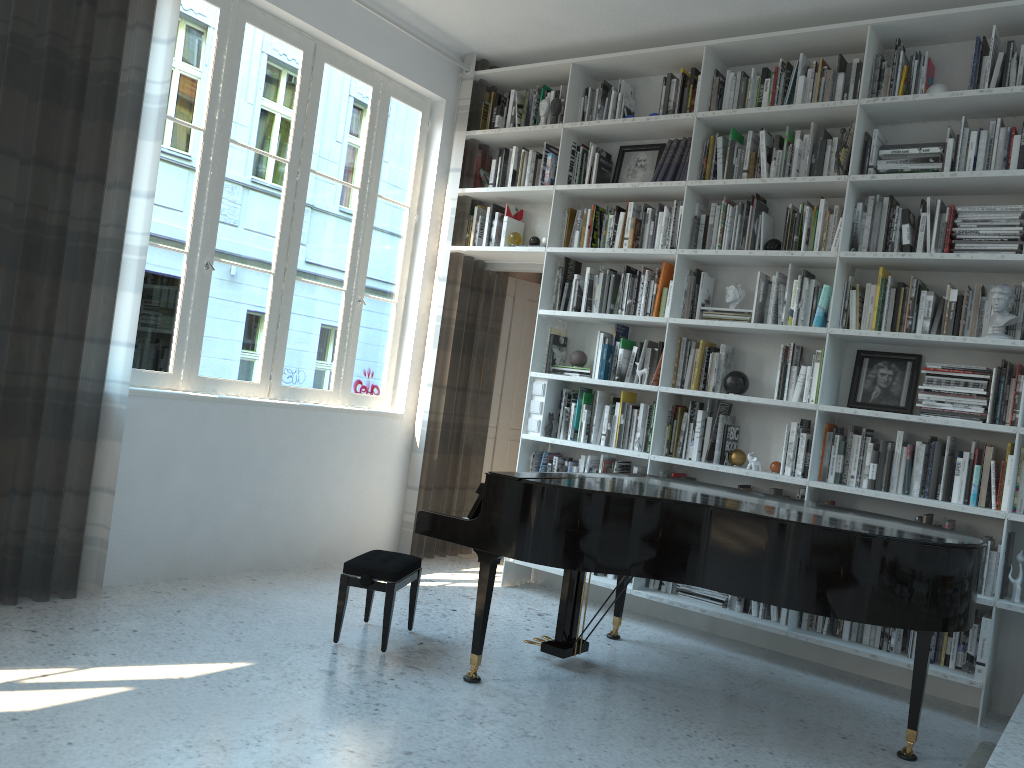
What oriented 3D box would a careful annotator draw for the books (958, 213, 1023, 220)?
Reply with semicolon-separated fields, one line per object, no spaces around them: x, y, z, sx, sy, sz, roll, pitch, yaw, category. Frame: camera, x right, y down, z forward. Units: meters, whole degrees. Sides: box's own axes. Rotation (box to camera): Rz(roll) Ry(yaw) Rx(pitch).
2.195;-0.753;4.056;0.254;0.012;0.161;7;-1;37;books

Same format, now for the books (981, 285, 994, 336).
2.171;-0.311;4.033;0.024;0.259;0.126;8;0;35;books

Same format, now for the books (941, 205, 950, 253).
2.042;-0.692;4.146;0.015;0.245;0.183;8;0;35;books

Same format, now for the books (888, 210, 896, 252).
1.853;-0.709;4.290;0.014;0.233;0.147;8;0;35;books

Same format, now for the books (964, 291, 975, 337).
2.117;-0.303;4.081;0.025;0.230;0.143;8;0;35;books

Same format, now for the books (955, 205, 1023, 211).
2.200;-0.789;4.056;0.285;0.012;0.159;7;-1;37;books

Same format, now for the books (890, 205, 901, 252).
1.863;-0.717;4.278;0.014;0.250;0.173;8;0;35;books

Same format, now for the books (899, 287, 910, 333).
1.890;-0.335;4.233;0.025;0.236;0.137;8;0;35;books

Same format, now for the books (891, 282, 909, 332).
1.867;-0.349;4.266;0.028;0.259;0.134;8;0;35;books

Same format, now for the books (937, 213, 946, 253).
2.029;-0.679;4.164;0.024;0.216;0.132;8;0;35;books

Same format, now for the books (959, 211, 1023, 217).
2.199;-0.765;4.059;0.254;0.012;0.161;7;-1;35;books

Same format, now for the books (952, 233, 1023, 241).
2.185;-0.667;4.058;0.285;0.012;0.159;7;-1;36;books

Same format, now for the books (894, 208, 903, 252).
1.873;-0.710;4.272;0.011;0.239;0.147;8;0;35;books

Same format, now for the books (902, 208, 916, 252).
1.901;-0.705;4.244;0.066;0.236;0.154;8;0;35;books

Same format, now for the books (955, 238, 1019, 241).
2.181;-0.643;4.055;0.254;0.012;0.161;7;-1;37;books

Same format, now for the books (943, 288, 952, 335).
2.037;-0.315;4.118;0.010;0.234;0.175;8;0;35;books

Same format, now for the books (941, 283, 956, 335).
2.031;-0.329;4.128;0.014;0.258;0.161;8;0;35;books

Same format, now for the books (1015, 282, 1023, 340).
2.282;-0.307;3.963;0.025;0.279;0.108;8;0;35;books

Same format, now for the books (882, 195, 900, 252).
1.837;-0.745;4.301;0.011;0.300;0.179;8;0;35;books

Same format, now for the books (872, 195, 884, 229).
1.794;-0.757;4.352;0.014;0.313;0.133;8;0;35;books

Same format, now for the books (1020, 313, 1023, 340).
2.287;-0.300;3.939;0.014;0.266;0.154;8;0;35;books

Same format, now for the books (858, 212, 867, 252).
1.750;-0.720;4.378;0.027;0.228;0.147;8;0;35;books

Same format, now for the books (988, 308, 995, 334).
2.189;-0.280;4.014;0.035;0.201;0.149;8;0;35;books

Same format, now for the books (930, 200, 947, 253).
2.005;-0.708;4.165;0.021;0.269;0.191;8;0;35;books

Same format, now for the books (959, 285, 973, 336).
2.082;-0.316;4.062;0.012;0.245;0.186;8;0;35;books

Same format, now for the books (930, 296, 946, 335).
2.007;-0.301;4.154;0.050;0.199;0.146;8;0;35;books

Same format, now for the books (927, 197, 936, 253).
1.986;-0.722;4.197;0.049;0.291;0.162;8;0;35;books

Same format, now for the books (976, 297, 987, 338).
2.152;-0.287;4.051;0.022;0.206;0.114;8;0;35;books

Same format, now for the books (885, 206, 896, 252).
1.844;-0.720;4.296;0.011;0.252;0.153;8;0;35;books

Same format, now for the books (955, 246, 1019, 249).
2.179;-0.606;4.059;0.254;0.012;0.161;7;-1;35;books

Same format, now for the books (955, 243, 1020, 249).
2.179;-0.619;4.057;0.254;0.012;0.161;7;-1;34;books

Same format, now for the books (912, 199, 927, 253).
1.947;-0.724;4.229;0.022;0.285;0.131;8;0;35;books

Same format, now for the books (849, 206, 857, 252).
1.712;-0.737;4.400;0.012;0.254;0.161;8;0;35;books

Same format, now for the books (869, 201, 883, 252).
1.791;-0.734;4.320;0.025;0.266;0.185;8;0;35;books

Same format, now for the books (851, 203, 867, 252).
1.722;-0.743;4.381;0.026;0.267;0.171;8;0;35;books

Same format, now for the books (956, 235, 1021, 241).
2.183;-0.655;4.055;0.254;0.012;0.161;7;-1;33;books

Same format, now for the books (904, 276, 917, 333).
1.904;-0.357;4.216;0.013;0.283;0.177;8;0;35;books

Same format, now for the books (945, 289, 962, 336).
2.045;-0.310;4.097;0.029;0.224;0.185;8;0;35;books

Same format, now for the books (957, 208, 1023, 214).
2.195;-0.778;4.050;0.285;0.012;0.159;7;-1;30;books

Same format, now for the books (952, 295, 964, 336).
2.068;-0.295;4.082;0.029;0.200;0.178;8;0;35;books

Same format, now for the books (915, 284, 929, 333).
1.942;-0.336;4.203;0.011;0.251;0.130;8;0;35;books

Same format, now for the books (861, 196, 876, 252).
1.766;-0.752;4.348;0.026;0.297;0.179;8;0;35;books

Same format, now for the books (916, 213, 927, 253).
1.958;-0.688;4.211;0.024;0.216;0.148;8;0;35;books

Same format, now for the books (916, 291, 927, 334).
1.946;-0.318;4.182;0.024;0.216;0.175;8;0;35;books

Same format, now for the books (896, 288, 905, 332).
1.870;-0.333;4.237;0.012;0.228;0.169;8;0;35;books

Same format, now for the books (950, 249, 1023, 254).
2.176;-0.594;4.057;0.285;0.012;0.159;7;-1;36;books

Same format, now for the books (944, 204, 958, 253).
2.046;-0.692;4.128;0.013;0.247;0.176;8;0;35;books

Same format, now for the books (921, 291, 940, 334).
1.969;-0.314;4.167;0.030;0.215;0.168;8;0;35;books

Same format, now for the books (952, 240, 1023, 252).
2.178;-0.631;4.053;0.285;0.012;0.159;7;-1;32;books

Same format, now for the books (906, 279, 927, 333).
1.911;-0.348;4.192;0.027;0.267;0.190;8;0;35;books

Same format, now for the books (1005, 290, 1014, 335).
2.245;-0.293;3.997;0.021;0.242;0.103;8;0;35;books

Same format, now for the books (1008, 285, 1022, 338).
2.254;-0.301;3.969;0.025;0.259;0.130;8;0;35;books

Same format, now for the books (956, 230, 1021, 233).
2.187;-0.679;4.057;0.254;0.012;0.161;7;-1;36;books

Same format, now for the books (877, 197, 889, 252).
1.825;-0.744;4.318;0.029;0.295;0.151;8;0;35;books

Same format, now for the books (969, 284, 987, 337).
2.128;-0.317;4.051;0.025;0.258;0.150;8;0;35;books

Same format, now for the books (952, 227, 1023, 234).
2.186;-0.691;4.054;0.285;0.012;0.159;7;-1;38;books
